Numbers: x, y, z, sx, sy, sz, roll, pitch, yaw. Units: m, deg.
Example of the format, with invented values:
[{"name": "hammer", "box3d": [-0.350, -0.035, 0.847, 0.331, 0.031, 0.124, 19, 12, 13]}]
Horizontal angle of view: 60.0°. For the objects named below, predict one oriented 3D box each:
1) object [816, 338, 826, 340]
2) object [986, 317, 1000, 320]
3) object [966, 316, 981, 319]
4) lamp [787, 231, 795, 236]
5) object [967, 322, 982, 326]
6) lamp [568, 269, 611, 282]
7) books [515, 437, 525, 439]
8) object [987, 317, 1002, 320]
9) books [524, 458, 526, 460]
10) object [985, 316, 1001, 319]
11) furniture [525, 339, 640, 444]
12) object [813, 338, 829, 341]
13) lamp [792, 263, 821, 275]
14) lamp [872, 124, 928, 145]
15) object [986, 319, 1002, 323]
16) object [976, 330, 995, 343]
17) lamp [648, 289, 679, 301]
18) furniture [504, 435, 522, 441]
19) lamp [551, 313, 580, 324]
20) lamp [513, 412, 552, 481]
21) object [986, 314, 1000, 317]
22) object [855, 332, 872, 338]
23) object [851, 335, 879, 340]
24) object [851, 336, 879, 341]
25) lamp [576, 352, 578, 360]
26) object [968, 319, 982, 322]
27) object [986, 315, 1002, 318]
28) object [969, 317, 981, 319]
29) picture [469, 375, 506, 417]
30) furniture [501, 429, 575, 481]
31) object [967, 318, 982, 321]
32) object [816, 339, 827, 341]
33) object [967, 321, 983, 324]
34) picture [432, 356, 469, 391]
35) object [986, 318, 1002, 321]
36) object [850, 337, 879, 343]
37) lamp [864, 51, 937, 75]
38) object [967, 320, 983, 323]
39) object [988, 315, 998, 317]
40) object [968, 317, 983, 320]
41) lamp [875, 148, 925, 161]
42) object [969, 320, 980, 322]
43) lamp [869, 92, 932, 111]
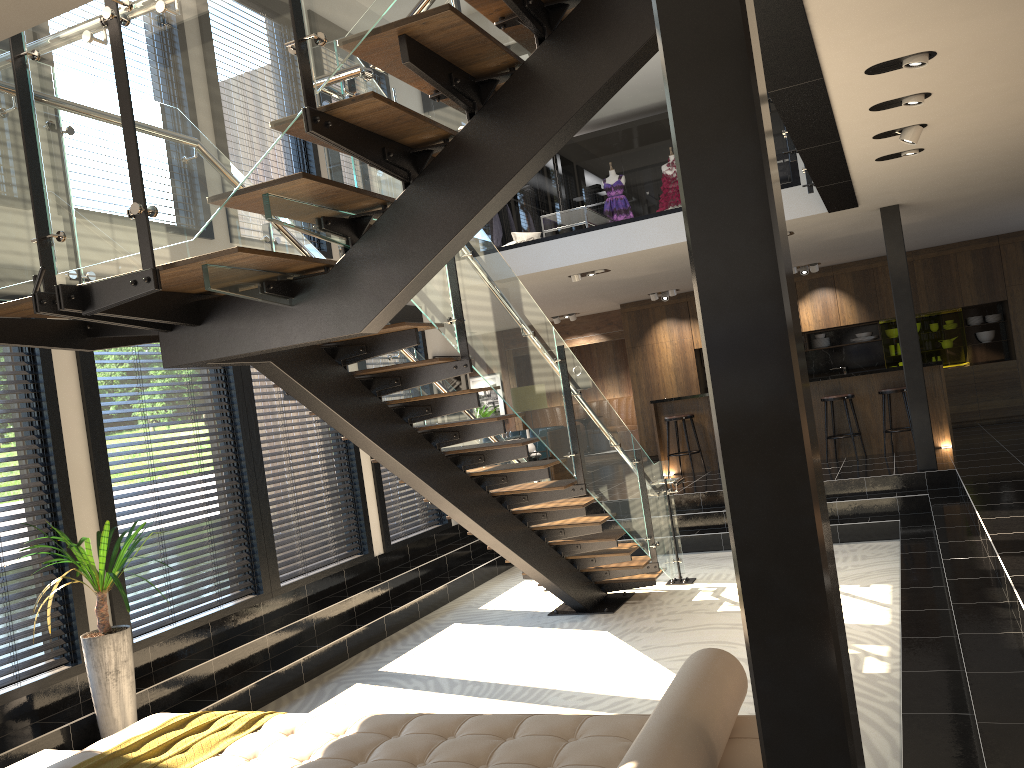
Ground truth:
[{"name": "object", "box3d": [5.061, -0.727, 14.535, 0.269, 0.024, 0.269, -7, -2, -28]}, {"name": "object", "box3d": [7.311, -0.987, 13.457, 0.220, 0.033, 0.220, -8, -1, 7]}, {"name": "object", "box3d": [7.072, -1.009, 13.559, 0.221, 0.033, 0.220, -9, -2, 33]}, {"name": "lamp", "box3d": [2.892, -1.701, 9.940, 0.502, 0.194, 0.349, -9, -1, 24]}, {"name": "object", "box3d": [7.086, -0.916, 13.558, 0.221, 0.033, 0.220, -9, -2, 33]}, {"name": "lamp", "box3d": [0.939, -1.382, 10.806, 0.502, 0.231, 0.349, -9, -1, 24]}, {"name": "books", "box3d": [0.124, 0.850, 11.499, 0.131, 0.307, 0.022, -8, -1, 24]}, {"name": "object", "box3d": [7.312, -0.976, 13.457, 0.220, 0.033, 0.220, -8, -1, 7]}, {"name": "books", "box3d": [0.070, 0.879, 11.318, 0.195, 0.255, 0.034, -9, -1, 24]}, {"name": "object", "box3d": [7.309, -0.999, 13.457, 0.220, 0.033, 0.220, -8, -1, 7]}, {"name": "furniture", "box3d": [1.476, 0.149, 17.144, 2.640, 2.335, 1.174, -9, -1, 23]}, {"name": "object", "box3d": [5.063, -0.719, 14.535, 0.269, 0.024, 0.269, -7, -2, -28]}, {"name": "lamp", "box3d": [4.395, -1.786, 13.376, 0.502, 0.280, 0.349, -9, -1, 24]}, {"name": "lamp", "box3d": [2.615, -1.716, 5.986, 0.347, 0.247, 0.195, -9, -1, 24]}, {"name": "object", "box3d": [7.316, -0.952, 13.456, 0.220, 0.033, 0.220, -8, -1, 7]}, {"name": "object", "box3d": [7.229, -0.715, 13.517, 0.264, 0.170, 0.264, -8, -1, -2]}, {"name": "lamp", "box3d": [2.440, -1.478, 14.243, 0.502, 0.294, 0.349, -9, -1, 24]}, {"name": "furniture", "box3d": [-1.233, 1.298, 11.924, 2.611, 0.822, 1.364, -9, -1, 24]}, {"name": "lamp", "box3d": [0.947, -1.233, 15.809, 0.502, 0.280, 0.349, -9, -1, 24]}, {"name": "lamp", "box3d": [0.210, 0.752, 10.816, 0.636, 1.445, 0.437, -7, -1, -41]}, {"name": "object", "box3d": [7.304, -1.032, 13.457, 0.220, 0.033, 0.220, -8, -1, 7]}, {"name": "object", "box3d": [5.643, -0.773, 14.207, 0.253, 0.088, 0.254, -7, -2, -41]}, {"name": "object", "box3d": [5.651, -0.726, 14.205, 0.437, 0.039, 0.438, -7, -2, -30]}, {"name": "object", "box3d": [5.653, -0.711, 14.204, 0.437, 0.039, 0.438, -7, -2, -30]}, {"name": "lamp", "box3d": [1.225, -0.366, 16.706, 0.389, 0.974, 0.389, -8, -1, -23]}, {"name": "object", "box3d": [7.079, -0.964, 13.559, 0.221, 0.033, 0.220, -9, -2, 33]}, {"name": "object", "box3d": [7.308, -1.010, 13.457, 0.220, 0.033, 0.220, -8, -1, 7]}, {"name": "object", "box3d": [7.074, -0.997, 13.559, 0.221, 0.033, 0.220, -9, -2, 33]}, {"name": "picture", "box3d": [-0.507, 0.276, 17.203, 0.749, 0.911, 0.028, -9, -1, 24]}, {"name": "furniture", "box3d": [-0.333, 1.219, 13.890, 2.611, 0.822, 1.364, -9, -1, 24]}, {"name": "object", "box3d": [7.077, -0.974, 13.559, 0.221, 0.033, 0.220, -9, -2, 33]}, {"name": "object", "box3d": [5.064, -0.711, 14.535, 0.269, 0.024, 0.269, -7, -2, -28]}, {"name": "object", "box3d": [7.084, -0.929, 13.558, 0.221, 0.033, 0.220, -9, -2, 33]}, {"name": "picture", "box3d": [-0.668, 0.126, 10.303, 0.028, 0.911, 0.748, -8, -1, 24]}, {"name": "object", "box3d": [7.314, -0.964, 13.456, 0.220, 0.033, 0.220, -8, -1, 7]}, {"name": "object", "box3d": [5.655, -0.699, 14.204, 0.437, 0.039, 0.438, -7, -2, -30]}, {"name": "lamp", "box3d": [1.992, -1.698, 4.566, 0.347, 0.177, 0.195, -9, -1, 24]}, {"name": "object", "box3d": [7.082, -0.941, 13.559, 0.221, 0.033, 0.220, -9, -2, 33]}, {"name": "object", "box3d": [7.306, -1.020, 13.457, 0.220, 0.033, 0.220, -8, -1, 7]}, {"name": "object", "box3d": [7.076, -0.984, 13.559, 0.221, 0.033, 0.220, -9, -2, 33]}, {"name": "lamp", "box3d": [2.918, -1.787, 6.698, 0.347, 0.158, 0.195, -9, -1, 24]}, {"name": "object", "box3d": [7.081, -0.951, 13.559, 0.221, 0.033, 0.220, -9, -2, 33]}, {"name": "lamp", "box3d": [2.301, -1.724, 5.277, 0.347, 0.177, 0.195, -9, -1, 24]}]
